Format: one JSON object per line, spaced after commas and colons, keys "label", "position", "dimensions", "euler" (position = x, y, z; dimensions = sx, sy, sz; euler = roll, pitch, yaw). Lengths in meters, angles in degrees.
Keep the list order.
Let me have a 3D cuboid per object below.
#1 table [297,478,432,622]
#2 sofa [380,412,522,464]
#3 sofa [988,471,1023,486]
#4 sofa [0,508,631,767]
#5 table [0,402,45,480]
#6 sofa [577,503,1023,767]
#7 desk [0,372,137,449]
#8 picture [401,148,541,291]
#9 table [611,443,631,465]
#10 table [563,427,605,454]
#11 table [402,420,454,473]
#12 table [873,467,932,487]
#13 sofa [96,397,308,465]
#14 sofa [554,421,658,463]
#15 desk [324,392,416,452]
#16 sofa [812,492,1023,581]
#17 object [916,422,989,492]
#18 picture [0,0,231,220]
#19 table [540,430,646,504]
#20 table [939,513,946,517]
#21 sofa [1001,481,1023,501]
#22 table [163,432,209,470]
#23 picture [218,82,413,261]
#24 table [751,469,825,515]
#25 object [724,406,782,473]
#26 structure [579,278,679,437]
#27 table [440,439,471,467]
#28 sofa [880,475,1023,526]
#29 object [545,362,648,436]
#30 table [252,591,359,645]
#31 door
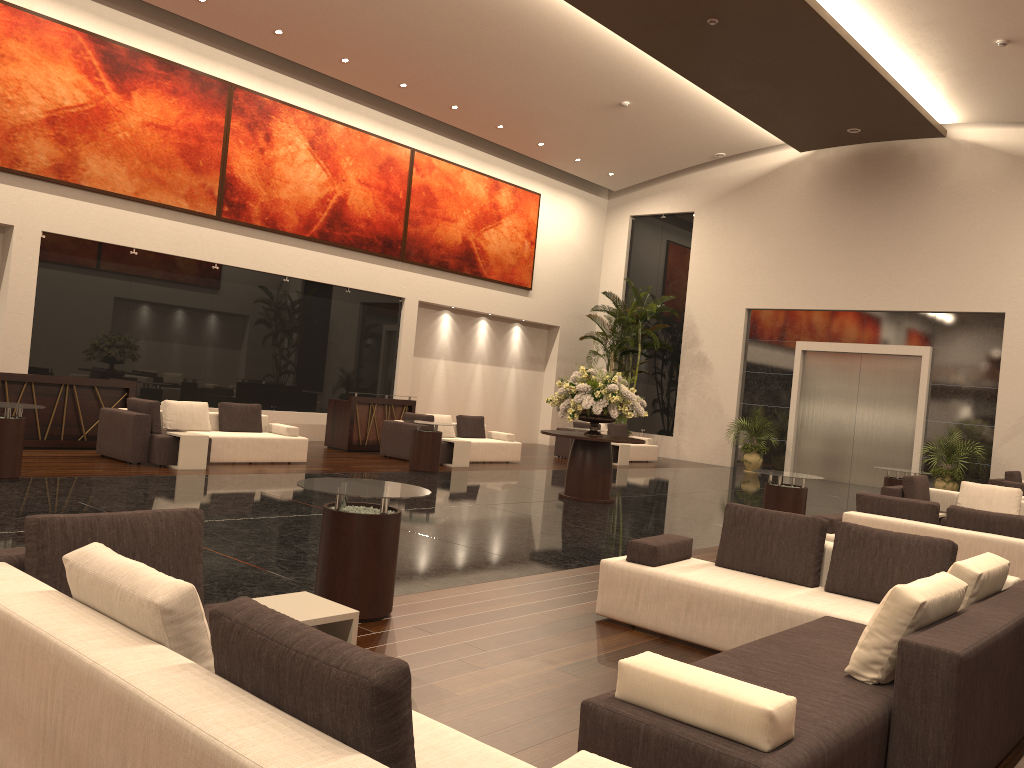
{"label": "table", "position": [-0.967, 1.046, 5.600], "dimensions": [0.844, 0.795, 0.833], "euler": [5, 0, -10]}
{"label": "sofa", "position": [-0.997, 1.035, 16.925], "dimensions": [1.291, 0.862, 2.846], "euler": [5, 0, 41]}
{"label": "sofa", "position": [9.794, 2.064, 15.190], "dimensions": [2.846, 0.862, 1.291], "euler": [5, 0, 41]}
{"label": "sofa", "position": [-0.800, 1.024, 2.910], "dimensions": [2.846, 0.862, 1.291], "euler": [5, 0, 41]}
{"label": "table", "position": [-5.569, 0.615, 9.606], "dimensions": [0.844, 0.795, 0.833], "euler": [5, 0, -10]}
{"label": "sofa", "position": [1.133, 1.213, 4.681], "dimensions": [2.586, 0.862, 3.366], "euler": [5, 0, 41]}
{"label": "desk", "position": [-6.850, 0.374, 12.686], "dimensions": [0.700, 1.043, 2.606], "euler": [5, 0, 41]}
{"label": "picture", "position": [-0.860, -3.835, 21.379], "dimensions": [0.070, 2.526, 4.515], "euler": [5, 0, 41]}
{"label": "table", "position": [2.351, 1.565, 19.823], "dimensions": [0.400, 0.460, 0.400], "euler": [5, 0, 41]}
{"label": "table", "position": [1.395, 1.298, 17.721], "dimensions": [0.833, 0.795, 0.844], "euler": [5, 0, 2]}
{"label": "table", "position": [-1.402, 1.023, 14.436], "dimensions": [0.833, 0.795, 0.844], "euler": [5, 0, 2]}
{"label": "table", "position": [5.996, 1.729, 13.714], "dimensions": [0.833, 0.795, 0.844], "euler": [5, 0, 2]}
{"label": "sofa", "position": [-4.370, 0.704, 13.016], "dimensions": [1.291, 0.862, 2.846], "euler": [5, 0, 41]}
{"label": "sofa", "position": [2.386, 1.367, 20.847], "dimensions": [1.291, 0.862, 2.846], "euler": [5, 0, 41]}
{"label": "desk", "position": [-2.740, 0.742, 17.401], "dimensions": [0.760, 1.114, 1.634], "euler": [5, 0, 41]}
{"label": "sofa", "position": [4.607, 1.554, 8.735], "dimensions": [2.586, 0.862, 3.366], "euler": [5, 0, 41]}
{"label": "object", "position": [9.087, 1.592, 18.480], "dimensions": [1.373, 1.682, 1.297], "euler": [5, 0, -11]}
{"label": "picture", "position": [-6.753, -4.413, 14.549], "dimensions": [0.070, 2.526, 4.515], "euler": [5, 0, 41]}
{"label": "table", "position": [1.122, 1.198, 12.775], "dimensions": [1.498, 0.921, 1.498], "euler": [5, 0, 32]}
{"label": "table", "position": [5.058, 1.805, 10.919], "dimensions": [0.400, 0.460, 0.400], "euler": [5, 0, 41]}
{"label": "sofa", "position": [8.305, 1.917, 13.021], "dimensions": [2.586, 0.862, 3.366], "euler": [5, 0, 41]}
{"label": "table", "position": [-4.405, 0.902, 11.992], "dimensions": [0.400, 0.460, 0.400], "euler": [5, 0, 41]}
{"label": "picture", "position": [-3.808, -4.124, 17.962], "dimensions": [0.070, 2.526, 4.515], "euler": [5, 0, 41]}
{"label": "table", "position": [3.200, 1.455, 10.430], "dimensions": [0.833, 0.795, 0.844], "euler": [5, 0, 2]}
{"label": "object", "position": [5.862, 1.290, 21.358], "dimensions": [1.373, 1.682, 1.297], "euler": [5, 0, -16]}
{"label": "structure", "position": [3.057, -0.445, 23.374], "dimensions": [2.436, 4.611, 2.531], "euler": [5, 0, 13]}
{"label": "table", "position": [-1.033, 1.233, 15.901], "dimensions": [0.400, 0.460, 0.400], "euler": [5, 0, 41]}
{"label": "sofa", "position": [6.096, 1.701, 10.903], "dimensions": [2.846, 0.862, 1.291], "euler": [5, 0, 41]}
{"label": "object", "position": [1.237, 0.196, 12.758], "dimensions": [1.453, 1.097, 1.402], "euler": [5, 0, -3]}
{"label": "table", "position": [-0.980, 1.212, 3.920], "dimensions": [0.400, 0.460, 0.400], "euler": [5, 0, 41]}
{"label": "door", "position": [8.003, 0.804, 20.635], "dimensions": [2.767, 3.048, 0.040], "euler": [5, 0, 41]}
